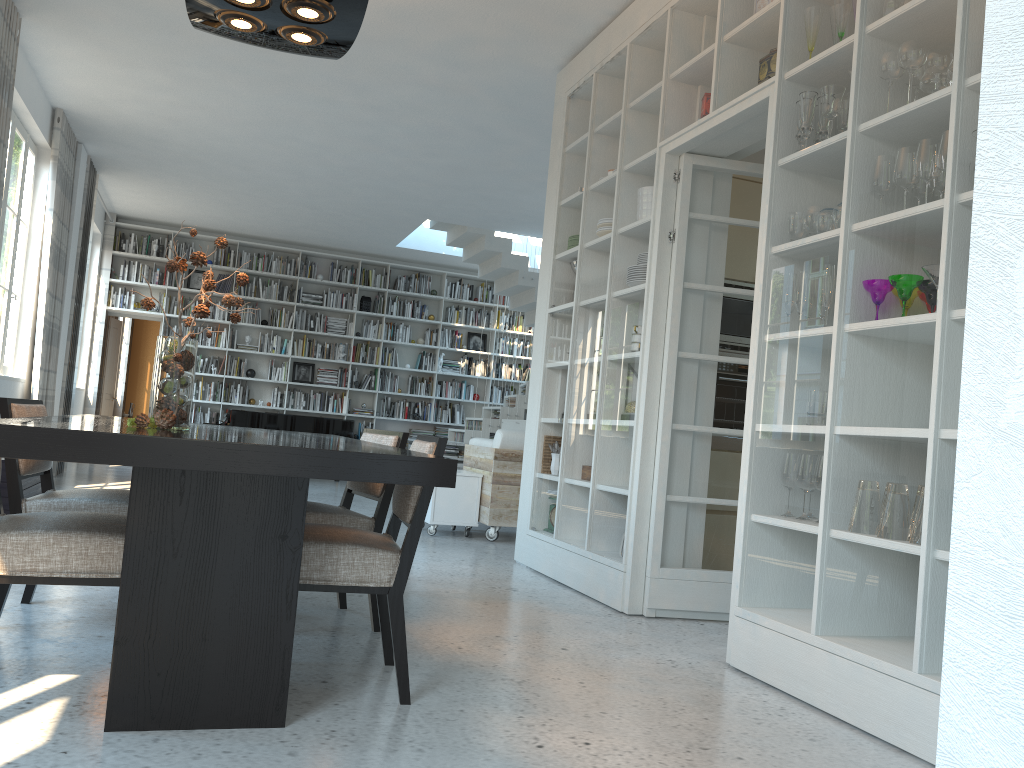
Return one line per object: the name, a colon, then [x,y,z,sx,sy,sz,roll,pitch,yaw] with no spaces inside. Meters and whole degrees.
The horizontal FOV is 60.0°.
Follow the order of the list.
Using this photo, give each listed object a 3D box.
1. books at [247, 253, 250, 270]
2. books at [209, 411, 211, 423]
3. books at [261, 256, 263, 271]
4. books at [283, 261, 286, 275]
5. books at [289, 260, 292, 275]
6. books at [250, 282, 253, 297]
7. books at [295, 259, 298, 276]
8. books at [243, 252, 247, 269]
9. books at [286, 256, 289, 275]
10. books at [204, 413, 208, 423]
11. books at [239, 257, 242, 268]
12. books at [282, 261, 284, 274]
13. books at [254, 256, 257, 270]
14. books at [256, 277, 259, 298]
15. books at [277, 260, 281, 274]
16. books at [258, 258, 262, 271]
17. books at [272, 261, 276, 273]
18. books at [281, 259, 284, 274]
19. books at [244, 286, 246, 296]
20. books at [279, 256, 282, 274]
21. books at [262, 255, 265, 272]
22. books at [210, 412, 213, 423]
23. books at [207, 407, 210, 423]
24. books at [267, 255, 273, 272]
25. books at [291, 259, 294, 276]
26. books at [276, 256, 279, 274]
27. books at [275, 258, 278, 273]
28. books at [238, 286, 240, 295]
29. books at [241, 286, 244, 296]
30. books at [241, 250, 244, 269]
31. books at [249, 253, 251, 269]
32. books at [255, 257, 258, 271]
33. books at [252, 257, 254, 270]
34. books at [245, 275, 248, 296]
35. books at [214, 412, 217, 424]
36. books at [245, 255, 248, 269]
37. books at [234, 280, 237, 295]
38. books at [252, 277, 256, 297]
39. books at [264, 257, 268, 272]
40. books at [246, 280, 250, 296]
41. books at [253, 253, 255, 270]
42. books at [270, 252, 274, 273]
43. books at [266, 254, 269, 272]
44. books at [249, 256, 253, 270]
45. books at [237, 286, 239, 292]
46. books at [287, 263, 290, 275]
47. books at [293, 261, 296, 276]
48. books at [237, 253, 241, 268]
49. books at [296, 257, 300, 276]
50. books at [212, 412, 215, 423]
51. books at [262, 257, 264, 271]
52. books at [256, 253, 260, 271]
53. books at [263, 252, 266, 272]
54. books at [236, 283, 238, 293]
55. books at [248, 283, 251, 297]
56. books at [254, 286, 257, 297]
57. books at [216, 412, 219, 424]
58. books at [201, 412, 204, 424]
books: [-3.662,-1.682,12.310,0.023,0.251,0.170,6,-3,-19]
books: [-4.129,0.489,12.098,0.011,0.239,0.174,6,-3,-19]
books: [-3.496,-1.656,12.370,0.013,0.234,0.154,6,-3,-19]
books: [-3.198,-1.607,12.449,0.026,0.200,0.187,6,-3,-19]
books: [-3.128,-1.617,12.496,0.026,0.237,0.149,6,-3,-19]
books: [-3.623,-1.293,12.316,0.029,0.218,0.157,6,-3,-19]
books: [-3.055,-1.624,12.517,0.014,0.267,0.171,6,-3,-19]
books: [-3.710,-1.689,12.294,0.031,0.254,0.145,6,-3,-19]
books: [-3.172,-1.646,12.477,0.013,0.285,0.159,6,-3,-19]
books: [-4.185,0.504,12.116,0.030,0.203,0.142,6,-3,-19]
books: [-3.763,-1.658,12.286,0.024,0.183,0.133,6,-3,-19]
books: [-3.217,-1.612,12.445,0.013,0.207,0.178,6,-3,-19]
books: [-3.587,-1.664,12.361,0.025,0.234,0.129,6,-3,-19]
books: [-3.551,-1.333,12.360,0.013,0.315,0.135,6,-3,-19]
books: [-3.281,-1.621,12.458,0.029,0.213,0.141,6,-3,-19]
books: [-3.519,-1.641,12.365,0.030,0.201,0.152,6,-3,-19]
books: [-3.342,-1.617,12.418,0.031,0.190,0.181,6,-3,-19]
books: [-3.236,-1.625,12.452,0.021,0.228,0.161,6,-3,-19]
books: [-3.702,-1.322,12.289,0.011,0.260,0.157,6,-3,-19]
books: [-3.249,-1.645,12.441,0.014,0.266,0.192,6,-3,-19]
books: [-3.469,-1.662,12.372,0.013,0.251,0.183,6,-3,-19]
books: [-4.122,0.499,12.137,0.030,0.227,0.140,6,-3,-19]
books: [-4.153,0.464,12.119,0.025,0.287,0.130,6,-3,-19]
books: [-3.388,-1.664,12.396,0.052,0.272,0.172,6,-3,-19]
books: [-3.104,-1.626,12.514,0.030,0.261,0.151,6,-3,-19]
books: [-3.296,-1.651,12.444,0.014,0.269,0.156,6,-3,-19]
books: [-3.316,-1.636,12.436,0.026,0.235,0.134,6,-3,-19]
books: [-3.774,-1.344,12.266,0.010,0.287,0.148,6,-3,-19]
books: [-3.740,-1.333,12.284,0.067,0.274,0.168,6,-3,-19]
books: [-3.740,-1.704,12.305,0.021,0.279,0.140,6,-3,-19]
books: [-3.644,-1.680,12.311,0.012,0.249,0.174,6,-3,-19]
books: [-3.567,-1.653,12.359,0.012,0.216,0.150,6,-3,-19]
books: [-3.607,-1.654,12.325,0.015,0.207,0.166,6,-3,-19]
books: [-3.686,-1.349,12.286,0.012,0.315,0.171,6,-3,-19]
books: [-4.071,0.500,12.149,0.026,0.235,0.140,6,-3,-19]
books: [-3.685,-1.669,12.298,0.023,0.220,0.181,6,-3,-19]
books: [-3.812,-1.333,12.239,0.023,0.256,0.174,6,-3,-19]
books: [-3.595,-1.328,12.326,0.023,0.293,0.156,6,-3,-19]
books: [-3.445,-1.650,12.395,0.029,0.235,0.130,6,-3,-19]
books: [-3.670,-1.310,12.292,0.031,0.241,0.181,6,-3,-19]
books: [-3.593,-1.681,12.332,0.010,0.264,0.160,6,-3,-19]
books: [-3.360,-1.681,12.421,0.014,0.315,0.166,6,-3,-19]
books: [-3.419,-1.669,12.388,0.013,0.276,0.164,6,-3,-19]
books: [-3.623,-1.657,12.305,0.029,0.208,0.178,6,-3,-19]
books: [-3.792,-1.355,12.284,0.014,0.309,0.130,6,-3,-19]
books: [-3.154,-1.594,12.477,0.031,0.184,0.177,6,-3,-19]
books: [-3.073,-1.605,12.502,0.026,0.225,0.172,6,-3,-19]
books: [-3.780,-1.689,12.264,0.029,0.237,0.156,6,-3,-19]
books: [-3.033,-1.633,12.520,0.026,0.288,0.176,6,-3,-19]
books: [-4.083,0.500,12.106,0.023,0.228,0.190,6,-3,-19]
books: [-3.482,-1.645,12.366,0.011,0.215,0.160,6,-3,-19]
books: [-3.546,-1.677,12.366,0.028,0.268,0.151,6,-3,-19]
books: [-3.457,-1.684,12.379,0.010,0.298,0.151,6,-3,-19]
books: [-3.798,-1.345,12.259,0.013,0.283,0.158,6,-3,-19]
books: [-3.651,-1.287,12.313,0.024,0.201,0.153,6,-3,-19]
books: [-3.577,-1.268,12.342,0.034,0.180,0.160,6,-3,-19]
books: [-4.042,0.505,12.149,0.030,0.230,0.151,6,-3,-19]
books: [-4.220,0.492,12.085,0.059,0.216,0.177,6,-3,-19]
